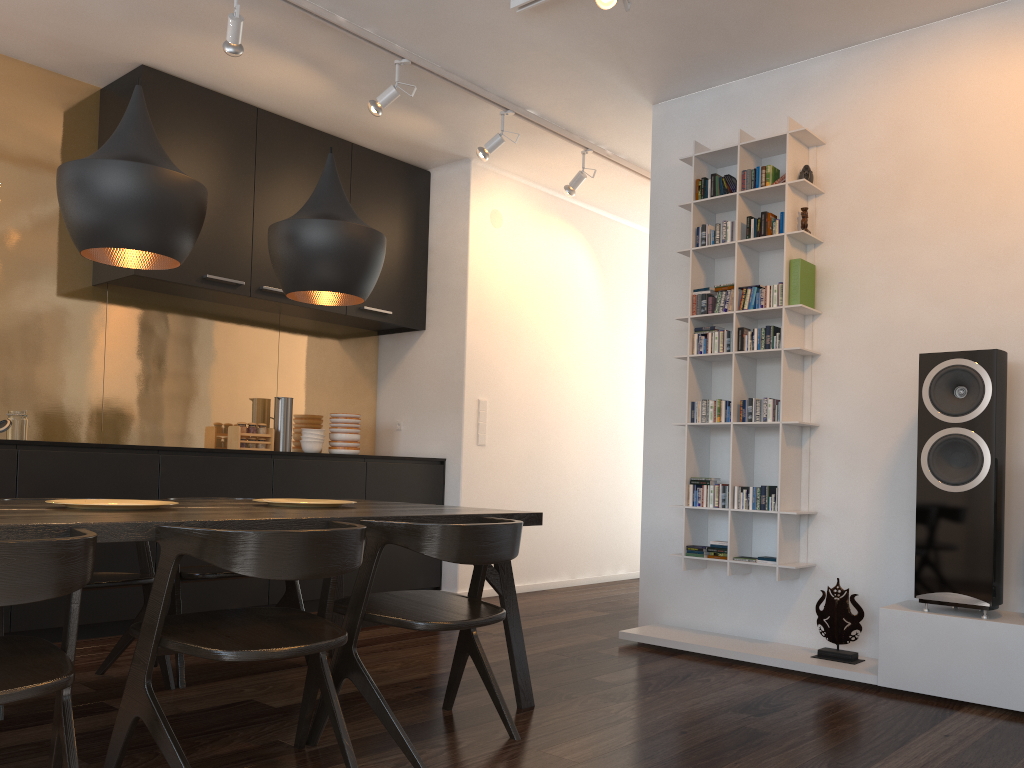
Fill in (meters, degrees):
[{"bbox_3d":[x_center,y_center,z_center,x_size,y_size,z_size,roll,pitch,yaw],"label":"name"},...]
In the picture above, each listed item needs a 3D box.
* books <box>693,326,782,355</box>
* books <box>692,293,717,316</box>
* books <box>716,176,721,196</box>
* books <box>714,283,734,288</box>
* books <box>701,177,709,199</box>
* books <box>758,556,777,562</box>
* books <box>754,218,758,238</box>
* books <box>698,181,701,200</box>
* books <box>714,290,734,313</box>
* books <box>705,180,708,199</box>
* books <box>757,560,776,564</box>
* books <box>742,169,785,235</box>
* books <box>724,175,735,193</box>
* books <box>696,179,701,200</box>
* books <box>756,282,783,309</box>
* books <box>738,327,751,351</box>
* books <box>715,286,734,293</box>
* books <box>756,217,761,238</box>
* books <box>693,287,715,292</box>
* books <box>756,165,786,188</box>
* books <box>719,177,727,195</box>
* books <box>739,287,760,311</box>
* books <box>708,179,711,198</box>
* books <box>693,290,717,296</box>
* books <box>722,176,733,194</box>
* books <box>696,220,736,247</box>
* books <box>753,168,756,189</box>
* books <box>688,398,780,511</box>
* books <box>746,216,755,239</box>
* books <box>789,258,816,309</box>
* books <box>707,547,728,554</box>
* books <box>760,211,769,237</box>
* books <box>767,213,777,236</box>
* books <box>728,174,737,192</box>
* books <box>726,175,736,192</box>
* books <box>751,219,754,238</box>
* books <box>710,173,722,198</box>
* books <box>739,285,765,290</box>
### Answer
[{"bbox_3d":[1.077,-0.197,4.145,0.468,0.112,0.123,-3,-6,42],"label":"books"},{"bbox_3d":[0.935,-0.375,4.260,0.101,0.104,0.096,-1,-4,42],"label":"books"},{"bbox_3d":[0.994,-0.932,4.210,0.019,0.099,0.074,0,-3,42],"label":"books"},{"bbox_3d":[1.027,-0.458,4.174,0.112,0.014,0.093,-3,-7,41],"label":"books"},{"bbox_3d":[0.937,-0.933,4.260,0.023,0.107,0.069,0,-3,42],"label":"books"},{"bbox_3d":[1.166,0.788,3.983,0.070,0.014,0.093,7,-7,-43],"label":"books"},{"bbox_3d":[1.136,-0.709,4.075,0.014,0.092,0.070,1,-3,42],"label":"books"},{"bbox_3d":[0.924,-0.924,4.273,0.014,0.092,0.070,1,-3,42],"label":"books"},{"bbox_3d":[1.027,-0.382,4.179,0.114,0.107,0.096,-1,-5,42],"label":"books"},{"bbox_3d":[0.952,-0.926,4.249,0.014,0.092,0.070,1,-3,42],"label":"books"},{"bbox_3d":[1.165,0.802,3.988,0.092,0.014,0.070,-3,-7,41],"label":"books"},{"bbox_3d":[1.182,-0.828,4.078,0.229,0.332,0.107,-1,-3,42],"label":"books"},{"bbox_3d":[1.040,-0.934,4.172,0.057,0.098,0.069,0,-3,42],"label":"books"},{"bbox_3d":[0.915,-0.931,4.286,0.016,0.107,0.069,1,-3,42],"label":"books"},{"bbox_3d":[1.200,-0.394,4.034,0.137,0.112,0.123,-2,-5,42],"label":"books"},{"bbox_3d":[1.080,-0.201,4.119,0.029,0.115,0.074,0,-3,42],"label":"books"},{"bbox_3d":[1.020,-0.445,4.167,0.107,0.017,0.069,-3,-7,41],"label":"books"},{"bbox_3d":[1.147,-0.710,4.063,0.020,0.093,0.070,0,-3,42],"label":"books"},{"bbox_3d":[0.931,-0.448,4.255,0.070,0.014,0.093,7,-7,-43],"label":"books"},{"bbox_3d":[1.213,-0.943,4.056,0.160,0.110,0.102,-2,-5,42],"label":"books"},{"bbox_3d":[1.009,-0.929,4.198,0.028,0.093,0.070,0,-3,42],"label":"books"},{"bbox_3d":[1.111,-0.387,4.099,0.088,0.107,0.096,-1,-4,42],"label":"books"},{"bbox_3d":[0.963,-0.926,4.240,0.014,0.092,0.070,1,-3,42],"label":"books"},{"bbox_3d":[0.930,-0.434,4.260,0.092,0.014,0.070,-3,-7,41],"label":"books"},{"bbox_3d":[1.026,-0.930,4.182,0.046,0.091,0.070,0,-3,42],"label":"books"},{"bbox_3d":[1.002,-0.709,4.230,0.222,0.112,0.109,-2,-5,42],"label":"books"},{"bbox_3d":[1.138,-0.938,4.102,0.012,0.107,0.069,1,-3,42],"label":"books"},{"bbox_3d":[1.057,0.327,4.131,0.470,0.509,0.123,-1,-3,42],"label":"books"},{"bbox_3d":[1.110,-0.715,4.094,0.023,0.107,0.069,0,-3,42],"label":"books"},{"bbox_3d":[1.315,-0.444,4.003,0.049,0.213,0.166,0,-3,42],"label":"books"},{"bbox_3d":[0.977,0.777,4.137,0.107,0.023,0.069,-3,-7,41],"label":"books"},{"bbox_3d":[1.167,-0.723,4.048,0.029,0.115,0.074,0,-3,42],"label":"books"},{"bbox_3d":[1.185,-0.720,4.034,0.016,0.107,0.069,1,-3,42],"label":"books"},{"bbox_3d":[1.054,-0.934,4.160,0.057,0.098,0.069,0,-3,42],"label":"books"},{"bbox_3d":[1.047,-0.934,4.166,0.057,0.098,0.069,0,-3,42],"label":"books"},{"bbox_3d":[1.126,-0.708,4.085,0.014,0.092,0.070,1,-3,42],"label":"books"},{"bbox_3d":[0.978,-0.938,4.227,0.029,0.115,0.074,0,-3,42],"label":"books"},{"bbox_3d":[1.113,-0.444,4.092,0.107,0.008,0.069,-3,-7,41],"label":"books"}]
